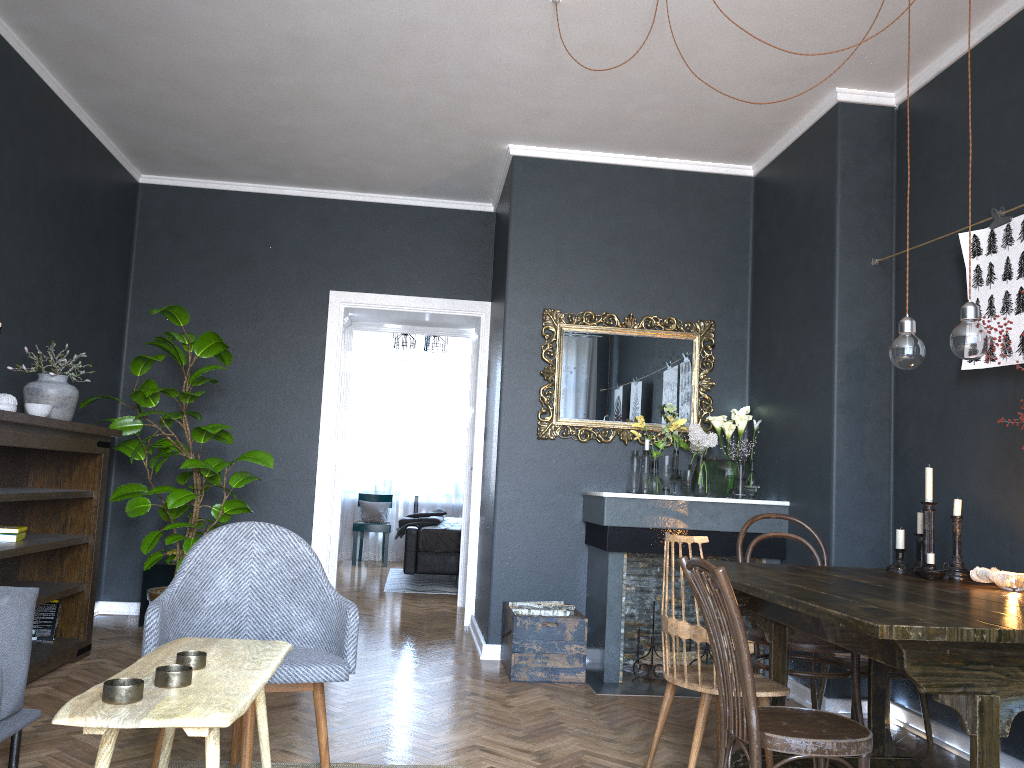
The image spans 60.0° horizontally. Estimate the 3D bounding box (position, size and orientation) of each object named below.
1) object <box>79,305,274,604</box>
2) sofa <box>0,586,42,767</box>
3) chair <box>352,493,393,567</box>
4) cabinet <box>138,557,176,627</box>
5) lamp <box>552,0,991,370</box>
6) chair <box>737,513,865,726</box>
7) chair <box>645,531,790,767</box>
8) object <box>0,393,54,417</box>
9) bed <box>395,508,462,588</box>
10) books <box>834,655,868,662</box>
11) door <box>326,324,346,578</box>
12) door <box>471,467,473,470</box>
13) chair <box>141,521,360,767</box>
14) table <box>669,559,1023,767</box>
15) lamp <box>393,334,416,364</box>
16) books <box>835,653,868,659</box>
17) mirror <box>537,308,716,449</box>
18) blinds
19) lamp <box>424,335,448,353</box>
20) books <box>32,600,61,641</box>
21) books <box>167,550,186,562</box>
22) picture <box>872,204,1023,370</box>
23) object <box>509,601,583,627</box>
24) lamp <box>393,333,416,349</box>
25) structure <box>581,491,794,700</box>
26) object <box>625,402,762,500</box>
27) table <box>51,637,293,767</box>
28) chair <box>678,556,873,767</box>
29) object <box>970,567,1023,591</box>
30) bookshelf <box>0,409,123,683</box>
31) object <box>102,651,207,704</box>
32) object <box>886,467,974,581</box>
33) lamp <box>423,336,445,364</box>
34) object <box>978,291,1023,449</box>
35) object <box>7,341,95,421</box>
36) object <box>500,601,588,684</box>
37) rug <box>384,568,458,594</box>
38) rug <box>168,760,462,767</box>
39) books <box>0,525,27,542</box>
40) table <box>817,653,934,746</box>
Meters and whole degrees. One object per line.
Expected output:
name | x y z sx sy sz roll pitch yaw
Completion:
object | -1.921 0.520 5.042 1.118 1.896 0.764 4 -6 -12
sofa | -1.769 0.682 1.611 0.970 0.797 2.344 4 -6 -6
chair | -1.610 1.676 10.262 0.436 0.797 0.593 4 -6 -6
cabinet | -1.974 1.343 5.690 0.650 0.389 0.457 4 -6 -6
lamp | 0.732 -0.856 3.026 1.590 1.572 0.584 0 -6 25
chair | 1.156 0.992 3.566 0.438 0.919 0.550 3 -6 -3
chair | 0.680 0.939 2.985 0.384 0.855 0.456 5 -6 -21
object | -2.193 0.102 3.970 0.255 0.103 0.118 8 -8 -40
bed | 0.022 1.433 8.988 2.375 1.160 2.269 4 -6 -6
books | 1.566 1.187 3.872 0.219 0.013 0.273 -3 -9 40
door | -1.393 0.573 6.618 0.162 2.183 0.858 3 -6 -6
door | -0.217 0.647 6.740 0.162 2.183 0.858 3 -6 -6
chair | -0.854 0.862 2.848 0.645 0.810 0.495 6 -7 -28
table | 1.242 0.999 2.723 1.126 0.726 1.607 4 -6 -6
lamp | -1.104 -0.624 9.258 0.210 0.803 0.210 2 -6 8
books | 1.549 1.168 3.874 0.207 0.024 0.263 -2 -8 37
mirror | 0.684 -0.032 5.233 1.057 0.783 0.067 4 -6 -6
blinds | -1.051 0.763 10.824 3.993 2.784 0.313 4 -6 -6
lamp | -0.718 -0.694 8.620 0.210 0.768 0.210 2 -6 8
books | -2.374 1.197 4.484 0.179 0.192 0.123 3 -6 -3
books | -2.107 1.112 5.729 0.215 0.065 0.162 4 -6 -10
picture | 1.981 -0.469 2.073 0.058 0.770 4.464 3 -7 -6
object | 0.168 1.300 4.763 0.370 0.246 0.534 4 -6 -6
lamp | -1.063 -0.716 8.878 0.210 0.713 0.210 2 -6 8
structure | 0.912 1.098 4.781 1.065 0.979 0.835 4 -6 -6
object | 1.046 0.364 5.026 0.727 0.546 0.475 3 -6 -3
table | -0.704 0.898 1.919 0.339 0.549 0.789 4 -6 -6
chair | 0.695 0.879 2.331 0.467 0.818 0.363 4 -6 -6
object | 1.632 0.636 2.883 0.252 0.072 0.254 3 -6 1
bookshelf | -2.231 0.712 3.711 0.451 1.170 1.921 4 -6 -6
object | -0.702 0.595 1.811 0.103 0.033 0.369 2 -7 5
object | 1.569 0.514 3.356 0.223 0.419 0.369 3 -6 -5
lamp | -0.828 -0.600 9.598 0.210 0.746 0.210 2 -6 8
object | 1.757 0.182 2.630 0.639 0.929 0.557 7 -7 -35
object | -2.241 -0.016 4.315 0.386 0.411 0.275 6 -7 -28
object | 0.160 1.375 4.754 0.383 0.325 0.553 4 -6 -6
rug | -0.514 1.973 8.846 1.458 0.013 2.048 4 -7 -6
rug | -0.562 1.195 2.044 1.003 0.013 2.014 4 -7 -6
books | -2.300 0.711 4.065 0.174 0.113 0.197 5 -7 -17
table | 1.557 1.349 3.839 0.364 0.317 0.370 4 -6 -6
